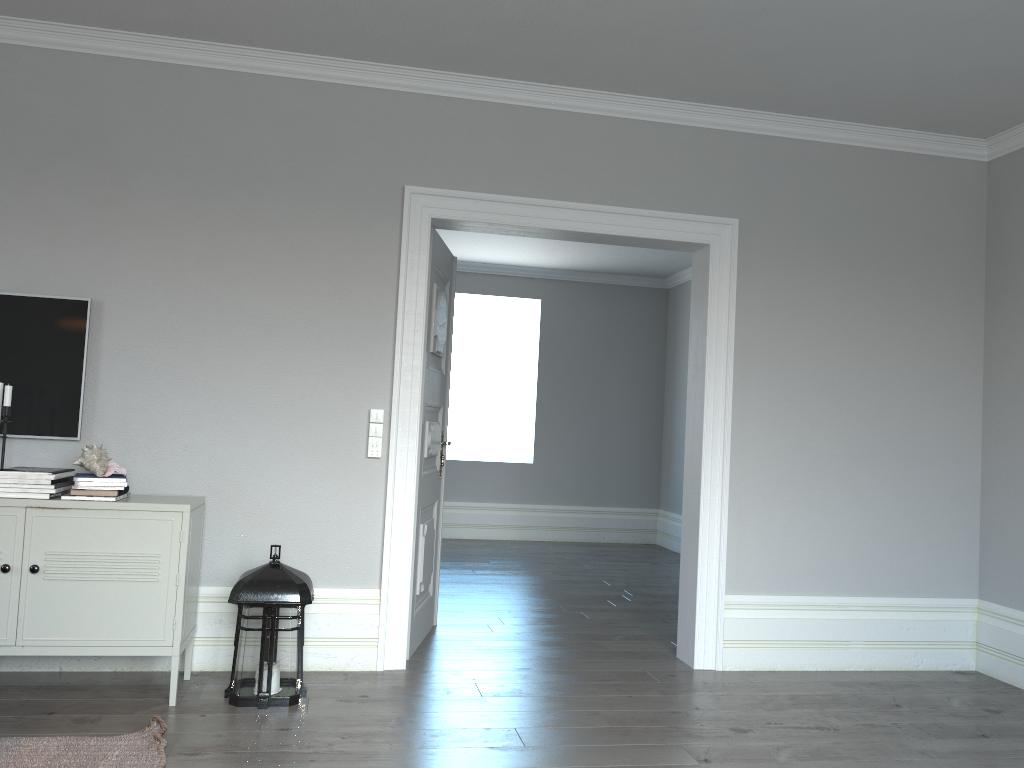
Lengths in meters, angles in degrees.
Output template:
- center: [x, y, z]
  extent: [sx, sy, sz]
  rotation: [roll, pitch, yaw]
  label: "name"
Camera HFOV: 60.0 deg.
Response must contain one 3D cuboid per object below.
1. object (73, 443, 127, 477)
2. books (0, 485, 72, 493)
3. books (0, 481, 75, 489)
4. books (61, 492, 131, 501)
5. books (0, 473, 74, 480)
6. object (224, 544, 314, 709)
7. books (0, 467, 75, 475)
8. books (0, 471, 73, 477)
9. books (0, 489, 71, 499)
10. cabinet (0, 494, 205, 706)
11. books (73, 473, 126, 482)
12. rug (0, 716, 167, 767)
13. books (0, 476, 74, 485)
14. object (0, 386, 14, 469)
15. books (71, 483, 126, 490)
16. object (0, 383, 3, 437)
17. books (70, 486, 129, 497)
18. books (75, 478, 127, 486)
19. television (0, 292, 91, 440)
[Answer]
- center: [-1.622, 0.298, 3.494]
  extent: [0.192, 0.127, 0.194]
  rotation: [4, -3, -18]
  label: "object"
- center: [-1.844, 0.403, 3.439]
  extent: [0.200, 0.016, 0.253]
  rotation: [4, -3, -13]
  label: "books"
- center: [-1.853, 0.387, 3.446]
  extent: [0.222, 0.016, 0.271]
  rotation: [3, -3, -11]
  label: "books"
- center: [-1.630, 0.439, 3.482]
  extent: [0.196, 0.014, 0.243]
  rotation: [3, -3, -11]
  label: "books"
- center: [-1.845, 0.355, 3.444]
  extent: [0.196, 0.010, 0.265]
  rotation: [3, -3, -11]
  label: "books"
- center: [-0.960, 0.940, 3.532]
  extent: [0.323, 0.599, 0.323]
  rotation: [4, -3, -11]
  label: "object"
- center: [-1.851, 0.336, 3.442]
  extent: [0.212, 0.008, 0.263]
  rotation: [3, -3, -9]
  label: "books"
- center: [-1.844, 0.345, 3.440]
  extent: [0.196, 0.010, 0.260]
  rotation: [4, -3, -13]
  label: "books"
- center: [-1.853, 0.422, 3.445]
  extent: [0.200, 0.022, 0.271]
  rotation: [3, -3, -9]
  label: "books"
- center: [-1.843, 0.811, 3.429]
  extent: [1.152, 0.757, 0.408]
  rotation: [3, -3, -11]
  label: "cabinet"
- center: [-1.617, 0.368, 3.487]
  extent: [0.184, 0.014, 0.235]
  rotation: [4, -3, -23]
  label: "books"
- center: [-2.039, 1.035, 1.420]
  extent: [2.400, 0.090, 2.818]
  rotation: [3, -3, -10]
  label: "rug"
- center: [-1.847, 0.369, 3.439]
  extent: [0.200, 0.019, 0.251]
  rotation: [3, -3, -9]
  label: "books"
- center: [-1.974, 0.213, 3.449]
  extent: [0.092, 0.431, 0.092]
  rotation: [0, -4, 39]
  label: "object"
- center: [-1.620, 0.399, 3.488]
  extent: [0.184, 0.014, 0.235]
  rotation: [4, -3, -21]
  label: "books"
- center: [-2.052, 0.202, 3.520]
  extent: [0.066, 0.457, 0.066]
  rotation: [6, -4, -43]
  label: "object"
- center: [-1.625, 0.420, 3.501]
  extent: [0.175, 0.027, 0.238]
  rotation: [4, -3, -14]
  label: "books"
- center: [-1.613, 0.383, 3.487]
  extent: [0.184, 0.017, 0.235]
  rotation: [4, -3, -23]
  label: "books"
- center: [-2.344, -0.110, 3.702]
  extent: [1.063, 0.657, 0.041]
  rotation: [3, -3, -11]
  label: "television"
